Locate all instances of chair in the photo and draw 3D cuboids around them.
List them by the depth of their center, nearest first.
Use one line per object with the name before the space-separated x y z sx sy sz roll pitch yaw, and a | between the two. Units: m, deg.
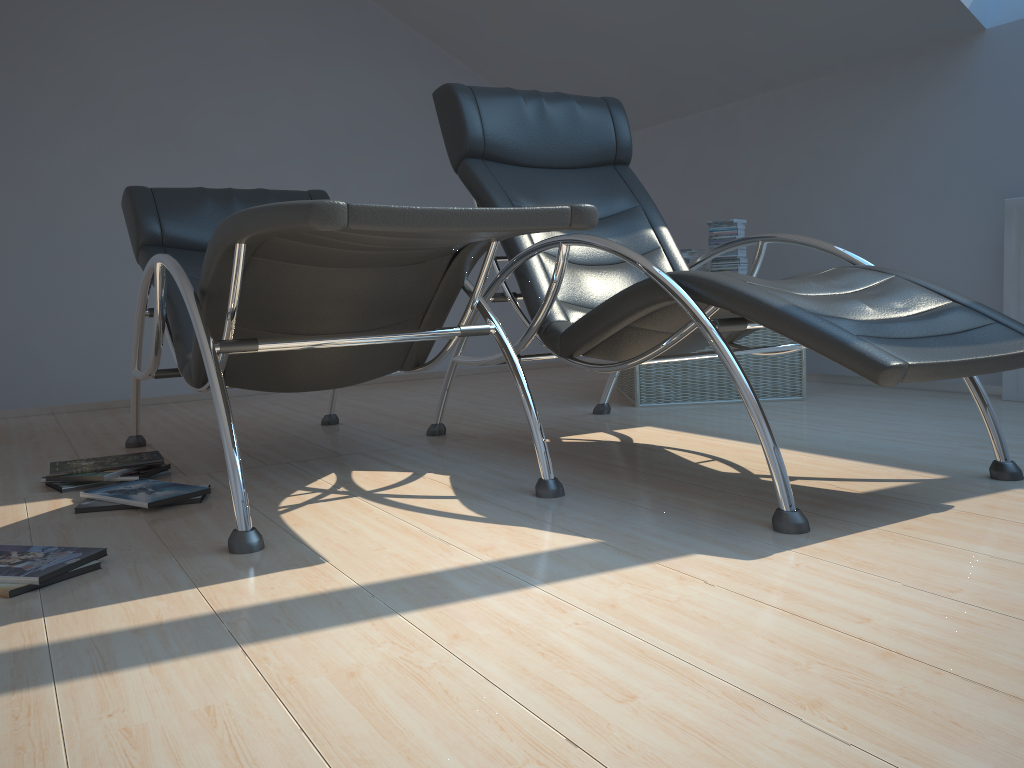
chair | -0.606 -0.205 2.624 0.836 0.953 2.114 -6 7 -30
chair | 0.485 -0.405 2.652 0.836 1.251 1.938 -6 7 -30

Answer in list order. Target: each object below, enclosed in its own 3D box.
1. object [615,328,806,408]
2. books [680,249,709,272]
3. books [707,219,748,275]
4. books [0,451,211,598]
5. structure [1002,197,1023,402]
object | 0.895 -0.204 4.181 0.745 0.518 0.744 -3 6 0
books | 0.824 -0.538 4.167 0.162 0.184 0.165 -6 7 -31
books | 0.975 -0.588 4.016 0.149 0.300 0.149 1 7 31
books | 0.576 0.238 1.388 4.790 0.222 1.045 0 6 27
structure | 2.338 -0.292 2.992 0.120 0.800 1.324 -6 7 -30
